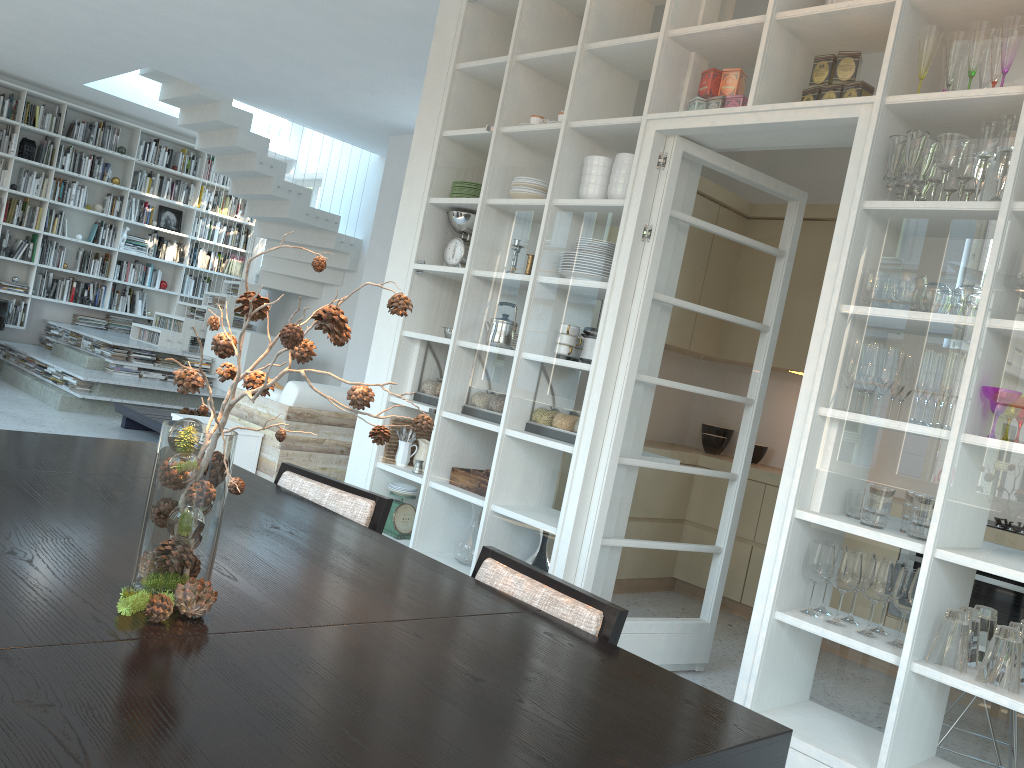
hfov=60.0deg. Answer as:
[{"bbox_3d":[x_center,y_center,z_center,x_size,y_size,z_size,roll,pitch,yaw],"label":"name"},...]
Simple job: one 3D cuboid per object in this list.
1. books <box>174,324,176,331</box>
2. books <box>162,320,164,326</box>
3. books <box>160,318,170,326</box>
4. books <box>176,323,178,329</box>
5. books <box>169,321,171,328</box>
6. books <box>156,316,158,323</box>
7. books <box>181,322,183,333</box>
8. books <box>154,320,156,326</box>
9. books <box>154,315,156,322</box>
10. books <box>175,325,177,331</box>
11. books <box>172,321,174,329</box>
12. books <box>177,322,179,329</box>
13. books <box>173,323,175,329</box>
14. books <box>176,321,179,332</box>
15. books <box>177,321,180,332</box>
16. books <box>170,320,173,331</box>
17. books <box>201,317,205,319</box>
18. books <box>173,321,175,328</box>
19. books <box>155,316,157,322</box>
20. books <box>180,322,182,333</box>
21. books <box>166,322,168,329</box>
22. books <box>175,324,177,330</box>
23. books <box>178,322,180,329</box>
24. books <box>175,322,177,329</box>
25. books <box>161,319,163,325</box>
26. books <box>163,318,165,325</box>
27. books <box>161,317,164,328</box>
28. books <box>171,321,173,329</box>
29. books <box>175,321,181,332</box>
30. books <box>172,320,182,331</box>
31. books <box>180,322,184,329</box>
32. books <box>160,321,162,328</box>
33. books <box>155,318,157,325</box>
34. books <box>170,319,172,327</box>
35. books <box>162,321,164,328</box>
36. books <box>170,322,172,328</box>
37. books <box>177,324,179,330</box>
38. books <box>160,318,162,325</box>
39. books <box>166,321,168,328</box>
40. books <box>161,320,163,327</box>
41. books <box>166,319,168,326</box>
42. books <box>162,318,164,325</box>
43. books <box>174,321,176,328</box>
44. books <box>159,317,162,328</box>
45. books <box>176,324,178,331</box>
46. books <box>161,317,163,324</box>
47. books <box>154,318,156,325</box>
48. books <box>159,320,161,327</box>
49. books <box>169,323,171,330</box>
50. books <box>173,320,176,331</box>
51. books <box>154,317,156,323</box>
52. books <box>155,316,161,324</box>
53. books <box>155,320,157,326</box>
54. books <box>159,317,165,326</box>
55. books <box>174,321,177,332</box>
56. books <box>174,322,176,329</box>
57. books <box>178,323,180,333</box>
[{"bbox_3d":[-3.741,-0.643,10.011,0.125,0.125,0.009,10,2,-44],"label":"books"},{"bbox_3d":[-3.976,-0.695,10.257,0.125,0.125,0.007,10,2,-44],"label":"books"},{"bbox_3d":[-4.013,-0.704,10.295,0.125,0.125,0.007,10,2,-44],"label":"books"},{"bbox_3d":[-3.711,-0.636,9.979,0.125,0.125,0.010,10,2,-44],"label":"books"},{"bbox_3d":[-3.842,-0.665,10.116,0.125,0.125,0.013,10,2,-44],"label":"books"},{"bbox_3d":[-4.102,-0.724,10.389,0.125,0.125,0.008,10,2,-44],"label":"books"},{"bbox_3d":[-3.618,-0.614,9.881,0.125,0.123,0.034,10,2,-44],"label":"books"},{"bbox_3d":[-4.128,-0.729,10.416,0.125,0.125,0.008,10,2,-44],"label":"books"},{"bbox_3d":[-4.144,-0.733,10.433,0.125,0.125,0.008,10,2,-44],"label":"books"},{"bbox_3d":[-3.721,-0.638,9.989,0.125,0.125,0.008,10,2,-44],"label":"books"},{"bbox_3d":[-3.786,-0.653,10.058,0.125,0.125,0.012,10,2,-44],"label":"books"},{"bbox_3d":[-3.695,-0.632,9.962,0.125,0.125,0.008,10,2,-44],"label":"books"},{"bbox_3d":[-3.764,-0.648,10.035,0.125,0.125,0.007,10,2,-44],"label":"books"},{"bbox_3d":[-3.700,-0.634,9.968,0.125,0.125,0.008,10,2,-44],"label":"books"},{"bbox_3d":[-3.685,-0.630,9.952,0.125,0.125,0.007,10,2,-44],"label":"books"},{"bbox_3d":[-3.814,-0.659,10.087,0.125,0.125,0.016,10,2,-44],"label":"books"},{"bbox_3d":[-3.482,-0.745,10.195,0.172,0.019,0.239,11,1,-19],"label":"books"},{"bbox_3d":[-3.770,-0.649,10.041,0.125,0.125,0.009,10,2,-44],"label":"books"},{"bbox_3d":[-4.122,-0.728,10.411,0.125,0.125,0.007,10,2,-44],"label":"books"},{"bbox_3d":[-3.634,-0.617,9.898,0.125,0.123,0.035,10,2,-44],"label":"books"},{"bbox_3d":[-3.892,-0.677,10.169,0.125,0.125,0.007,10,2,-44],"label":"books"},{"bbox_3d":[-3.725,-0.639,9.994,0.125,0.125,0.008,10,2,-44],"label":"books"},{"bbox_3d":[-3.679,-0.629,9.946,0.125,0.125,0.008,10,2,-44],"label":"books"},{"bbox_3d":[-3.730,-0.640,9.999,0.125,0.125,0.007,10,2,-44],"label":"books"},{"bbox_3d":[-3.997,-0.700,10.279,0.125,0.125,0.008,10,2,-44],"label":"books"},{"bbox_3d":[-3.961,-0.692,10.242,0.125,0.125,0.008,10,2,-44],"label":"books"},{"bbox_3d":[-3.986,-0.698,10.268,0.125,0.125,0.008,10,2,-44],"label":"books"},{"bbox_3d":[-3.804,-0.657,10.077,0.125,0.125,0.013,10,2,-44],"label":"books"},{"bbox_3d":[-3.716,-0.637,9.984,0.125,0.125,0.008,10,2,-44],"label":"books"},{"bbox_3d":[-3.779,-0.651,10.051,0.125,0.125,0.018,10,2,-44],"label":"books"},{"bbox_3d":[-3.644,-0.619,9.909,0.125,0.123,0.034,10,2,-44],"label":"books"},{"bbox_3d":[-4.008,-0.703,10.290,0.125,0.125,0.008,10,2,-44],"label":"books"},{"bbox_3d":[-4.113,-0.726,10.400,0.125,0.125,0.009,10,2,-44],"label":"books"},{"bbox_3d":[-3.828,-0.662,10.102,0.125,0.125,0.011,10,2,-44],"label":"books"},{"bbox_3d":[-3.971,-0.694,10.252,0.125,0.125,0.007,10,2,-44],"label":"books"},{"bbox_3d":[-3.822,-0.661,10.095,0.125,0.125,0.009,10,2,-44],"label":"books"},{"bbox_3d":[-3.690,-0.631,9.957,0.125,0.125,0.008,10,2,-44],"label":"books"},{"bbox_3d":[-4.019,-0.705,10.301,0.125,0.125,0.009,10,2,-44],"label":"books"},{"bbox_3d":[-3.897,-0.678,10.174,0.125,0.125,0.007,10,2,-44],"label":"books"},{"bbox_3d":[-3.992,-0.699,10.274,0.125,0.125,0.008,10,2,-44],"label":"books"},{"bbox_3d":[-3.902,-0.679,10.179,0.125,0.125,0.007,10,2,-44],"label":"books"},{"bbox_3d":[-3.981,-0.697,10.263,0.125,0.125,0.007,10,2,-44],"label":"books"},{"bbox_3d":[-3.754,-0.646,10.024,0.125,0.125,0.008,10,2,-44],"label":"books"},{"bbox_3d":[-4.023,-0.706,10.307,0.125,0.125,0.009,10,2,-44],"label":"books"},{"bbox_3d":[-3.706,-0.635,9.974,0.125,0.125,0.010,10,2,-44],"label":"books"},{"bbox_3d":[-4.003,-0.701,10.285,0.125,0.125,0.008,10,2,-44],"label":"books"},{"bbox_3d":[-4.133,-0.731,10.422,0.125,0.125,0.009,10,2,-44],"label":"books"},{"bbox_3d":[-4.029,-0.707,10.313,0.125,0.125,0.007,10,2,-44],"label":"books"},{"bbox_3d":[-3.835,-0.664,10.109,0.125,0.125,0.009,10,2,-44],"label":"books"},{"bbox_3d":[-3.759,-0.647,10.029,0.125,0.125,0.008,10,2,-44],"label":"books"},{"bbox_3d":[-4.138,-0.732,10.427,0.125,0.125,0.008,10,2,-44],"label":"books"},{"bbox_3d":[-4.118,-0.727,10.405,0.125,0.125,0.008,10,2,-44],"label":"books"},{"bbox_3d":[-4.107,-0.725,10.394,0.125,0.125,0.007,10,2,-44],"label":"books"},{"bbox_3d":[-4.035,-0.709,10.319,0.125,0.125,0.010,10,2,-44],"label":"books"},{"bbox_3d":[-3.736,-0.642,10.005,0.125,0.125,0.007,10,2,-44],"label":"books"},{"bbox_3d":[-3.748,-0.644,10.017,0.125,0.125,0.010,10,2,-44],"label":"books"},{"bbox_3d":[-3.673,-0.627,9.939,0.125,0.125,0.011,10,2,-44],"label":"books"}]
